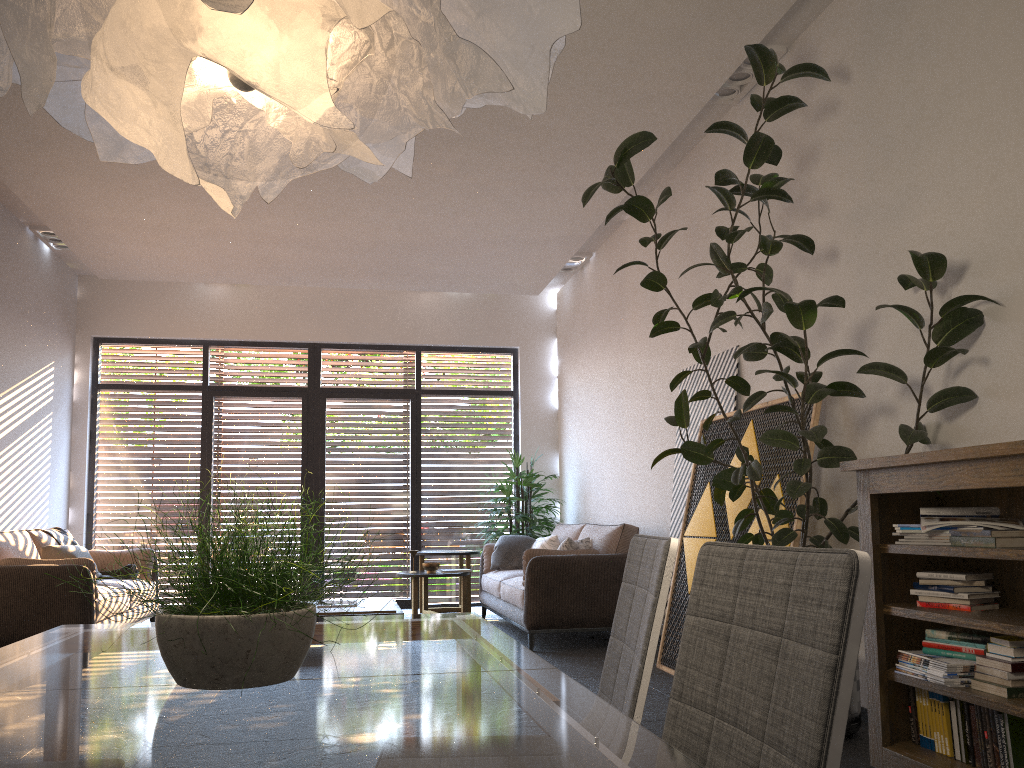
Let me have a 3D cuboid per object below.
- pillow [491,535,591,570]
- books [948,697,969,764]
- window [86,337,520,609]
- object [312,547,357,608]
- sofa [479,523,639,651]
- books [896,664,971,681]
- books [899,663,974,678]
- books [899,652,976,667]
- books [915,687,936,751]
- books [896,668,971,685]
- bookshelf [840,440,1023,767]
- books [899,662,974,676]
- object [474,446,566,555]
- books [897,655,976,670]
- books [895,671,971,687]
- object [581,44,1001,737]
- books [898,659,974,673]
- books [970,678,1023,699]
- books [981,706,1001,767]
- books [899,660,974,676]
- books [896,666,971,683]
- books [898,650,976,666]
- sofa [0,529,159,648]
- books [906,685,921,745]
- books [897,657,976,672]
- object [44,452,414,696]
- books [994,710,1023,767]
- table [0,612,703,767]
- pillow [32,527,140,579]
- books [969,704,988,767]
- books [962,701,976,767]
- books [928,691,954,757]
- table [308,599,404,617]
[{"bbox_3d":[0.230,1.483,7.670,0.618,0.341,1.905,1,-9,-11],"label":"pillow"},{"bbox_3d":[1.650,1.215,3.156,0.167,0.240,0.100,1,-6,-11],"label":"books"},{"bbox_3d":[-2.188,0.982,9.771,4.942,3.012,0.462,1,-6,-11],"label":"window"},{"bbox_3d":[-1.430,-1.155,2.802,0.365,4.447,8.964,-1,-8,1],"label":"object"},{"bbox_3d":[0.364,1.663,7.639,0.993,0.914,2.336,1,-8,-11],"label":"sofa"},{"bbox_3d":[1.560,1.028,3.174,0.218,0.013,0.307,0,-9,-6],"label":"books"},{"bbox_3d":[1.567,1.023,3.175,0.218,0.008,0.290,0,-9,-5],"label":"books"},{"bbox_3d":[1.570,0.984,3.171,0.218,0.007,0.306,0,-9,-6],"label":"books"},{"bbox_3d":[1.623,1.243,3.323,0.171,0.233,0.101,1,-6,-11],"label":"books"},{"bbox_3d":[1.562,1.044,3.173,0.218,0.007,0.307,0,-9,-6],"label":"books"},{"bbox_3d":[1.721,0.751,2.594,0.451,1.165,1.931,1,-8,-11],"label":"bookshelf"},{"bbox_3d":[1.567,1.017,3.175,0.218,0.008,0.290,0,-9,-5],"label":"books"},{"bbox_3d":[0.087,1.513,9.272,0.916,1.713,0.981,-7,-9,44],"label":"object"},{"bbox_3d":[1.566,0.992,3.170,0.218,0.007,0.306,1,-9,-7],"label":"books"},{"bbox_3d":[1.562,1.051,3.171,0.218,0.008,0.306,1,-9,-11],"label":"books"},{"bbox_3d":[1.185,-0.036,4.047,0.909,3.181,2.020,3,-8,-33],"label":"object"},{"bbox_3d":[1.565,1.006,3.171,0.218,0.008,0.290,0,-9,-7],"label":"books"},{"bbox_3d":[1.682,1.000,2.924,0.243,0.034,0.181,1,-9,-9],"label":"books"},{"bbox_3d":[1.687,1.188,2.991,0.171,0.239,0.085,1,-6,-11],"label":"books"},{"bbox_3d":[1.569,1.011,3.167,0.218,0.006,0.306,0,-9,-6],"label":"books"},{"bbox_3d":[1.562,1.036,3.172,0.218,0.008,0.306,0,-9,-6],"label":"books"},{"bbox_3d":[1.569,0.976,3.170,0.218,0.013,0.307,0,-9,-6],"label":"books"},{"bbox_3d":[-3.477,1.591,6.899,0.993,0.914,2.336,1,-8,-11],"label":"sofa"},{"bbox_3d":[1.610,1.249,3.391,0.171,0.239,0.085,1,-6,-11],"label":"books"},{"bbox_3d":[1.563,0.999,3.169,0.218,0.007,0.306,1,-9,-7],"label":"books"},{"bbox_3d":[-0.405,0.286,1.363,0.531,0.365,0.672,2,-8,-16],"label":"object"},{"bbox_3d":[1.689,1.177,2.919,0.167,0.240,0.104,1,-6,-11],"label":"books"},{"bbox_3d":[-0.413,0.802,1.298,0.997,0.710,1.811,1,-8,-11],"label":"table"},{"bbox_3d":[-3.750,1.544,7.361,0.955,0.704,1.024,-2,-8,13],"label":"pillow"},{"bbox_3d":[1.676,1.206,3.048,0.171,0.223,0.083,1,-6,-11],"label":"books"},{"bbox_3d":[1.666,1.205,3.100,0.171,0.239,0.055,1,-6,-11],"label":"books"},{"bbox_3d":[1.638,1.230,3.243,0.171,0.234,0.108,1,-6,-11],"label":"books"},{"bbox_3d":[-1.394,1.860,6.802,1.049,0.305,1.123,1,-9,-11],"label":"table"}]
